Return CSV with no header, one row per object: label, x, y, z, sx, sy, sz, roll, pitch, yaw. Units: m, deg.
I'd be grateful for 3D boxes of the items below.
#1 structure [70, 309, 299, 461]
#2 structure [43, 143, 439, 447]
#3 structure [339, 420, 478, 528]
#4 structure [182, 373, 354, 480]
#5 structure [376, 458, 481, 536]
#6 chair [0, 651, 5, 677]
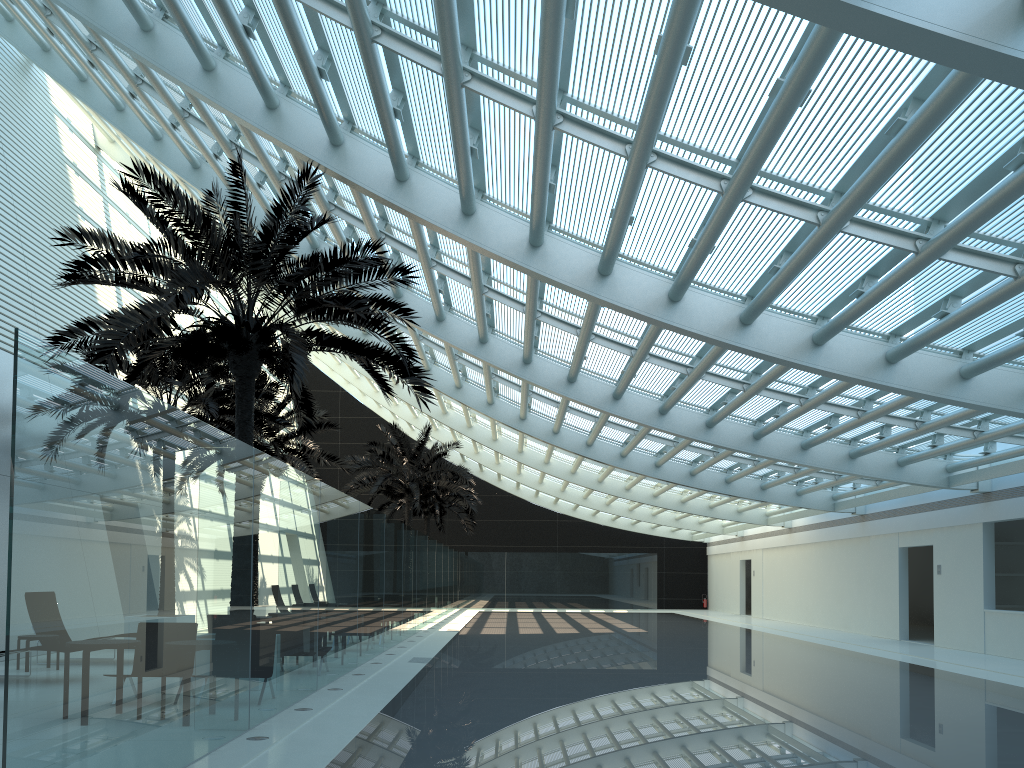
structure,-6.798,1.853,17.273,4.655,6.701,4.348,3,-6,-21
structure,-3.634,0.502,11.521,4.828,6.883,4.523,-1,-6,18
structure,-3.655,4.798,30.795,4.824,6.884,4.526,1,-5,-6
structure,-7.009,3.167,23.315,4.309,6.760,4.698,-3,-7,33
structure,-3.636,6.625,38.995,4.470,6.881,4.889,2,-6,-21
chair,-6.783,3.426,11.764,2.036,1.135,0.941,0,-6,0
